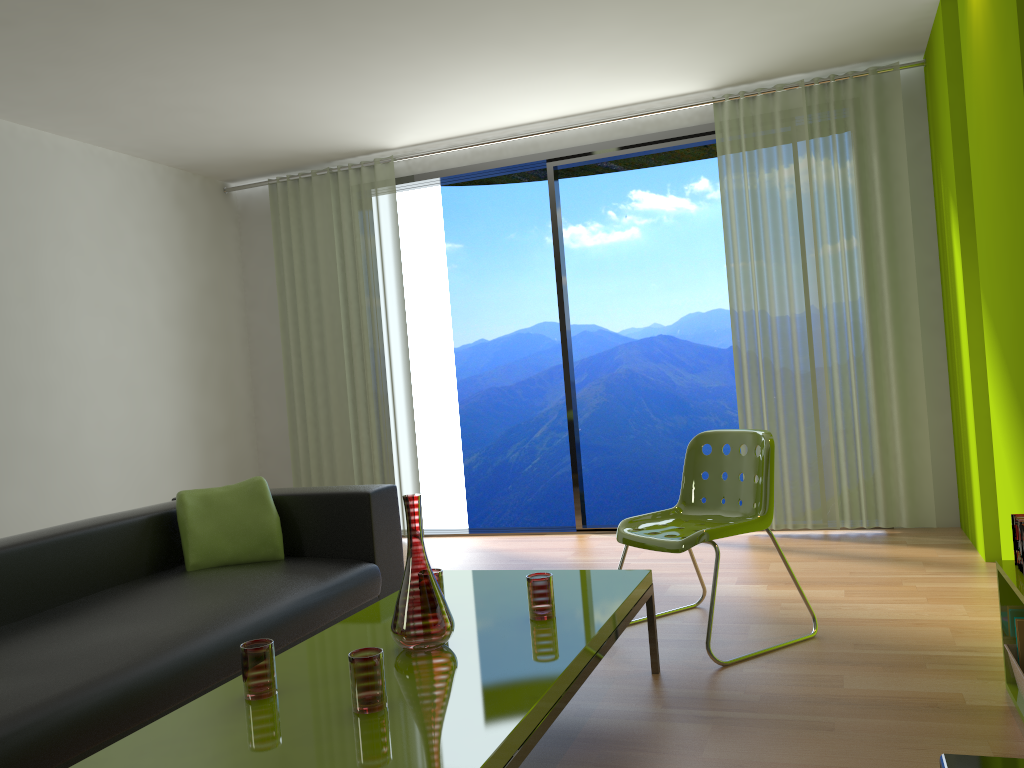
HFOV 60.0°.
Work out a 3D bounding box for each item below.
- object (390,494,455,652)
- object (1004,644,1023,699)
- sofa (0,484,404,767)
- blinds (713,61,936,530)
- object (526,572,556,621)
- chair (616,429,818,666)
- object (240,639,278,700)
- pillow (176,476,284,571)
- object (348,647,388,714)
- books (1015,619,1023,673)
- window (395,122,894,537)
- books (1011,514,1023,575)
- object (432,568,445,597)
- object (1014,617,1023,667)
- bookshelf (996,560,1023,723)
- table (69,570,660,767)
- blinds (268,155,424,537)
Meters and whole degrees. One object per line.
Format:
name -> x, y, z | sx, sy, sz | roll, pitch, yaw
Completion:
object -> -0.246, 0.490, 2.321 | 0.168, 0.400, 0.168 | -5, 0, 6
object -> 1.470, 0.813, 2.367 | 0.213, 0.129, 0.367 | -5, 0, 20
sofa -> -1.358, 0.810, 2.804 | 1.061, 0.639, 2.583 | -5, 0, 20
blinds -> 1.765, -0.453, 5.072 | 1.012, 2.568, 0.067 | -5, 0, 20
object -> 0.083, 0.604, 2.519 | 0.075, 0.122, 0.076 | -5, 0, -35
chair -> 0.716, 0.576, 3.385 | 0.546, 0.759, 0.640 | -5, 0, -31
object -> -0.585, 0.660, 2.049 | 0.075, 0.122, 0.076 | -5, 0, -35
pillow -> -1.164, 0.580, 3.652 | 0.399, 0.362, 0.269 | -5, 0, -21
object -> -0.310, 0.638, 1.908 | 0.076, 0.122, 0.075 | -5, 0, -14
books -> 1.515, 0.765, 2.490 | 0.158, 0.202, 0.051 | -5, 0, 20
window -> 0.566, -0.275, 5.756 | 3.336, 2.498, 0.219 | -5, 0, 20
books -> 1.441, 0.448, 2.343 | 0.147, 0.150, 0.370 | -5, 0, 20
object -> -0.244, 0.630, 2.699 | 0.075, 0.122, 0.076 | -5, 0, -35
object -> 1.523, 0.765, 2.513 | 0.158, 0.200, 0.040 | -5, 0, 20
bookshelf -> 1.305, 0.722, 1.800 | 0.306, 0.378, 1.630 | -5, 0, 20
table -> -0.179, 0.859, 2.355 | 0.810, 0.349, 1.682 | -5, 0, 20
blinds -> -1.154, -0.219, 6.149 | 1.012, 2.568, 0.067 | -5, 0, 20
